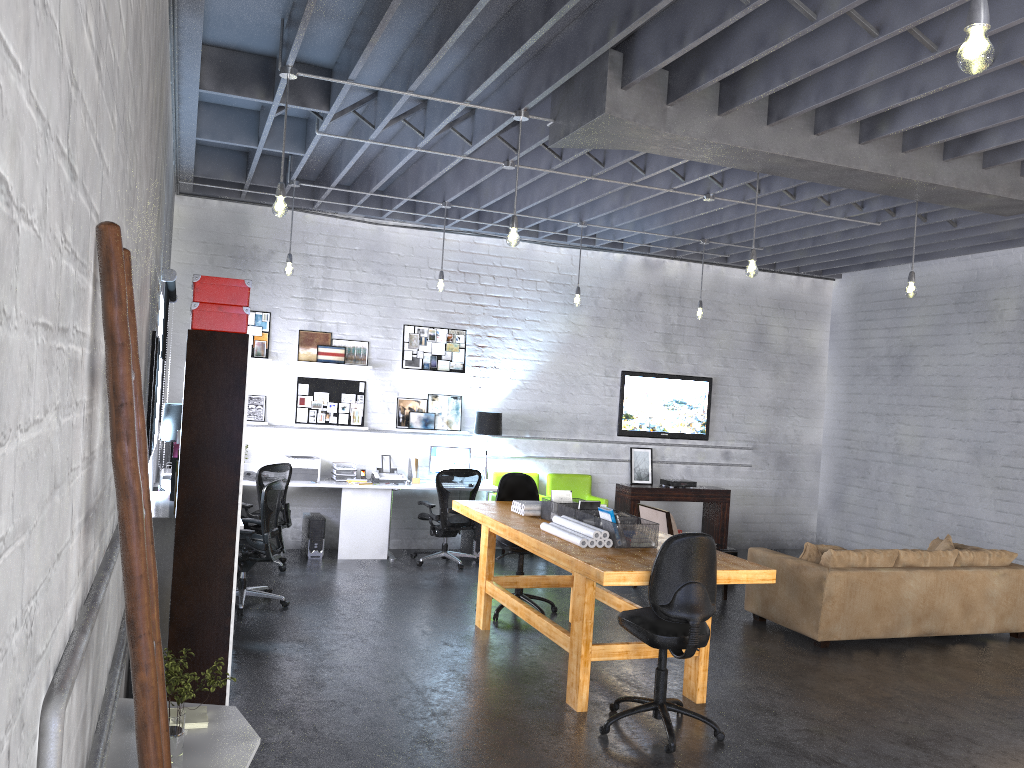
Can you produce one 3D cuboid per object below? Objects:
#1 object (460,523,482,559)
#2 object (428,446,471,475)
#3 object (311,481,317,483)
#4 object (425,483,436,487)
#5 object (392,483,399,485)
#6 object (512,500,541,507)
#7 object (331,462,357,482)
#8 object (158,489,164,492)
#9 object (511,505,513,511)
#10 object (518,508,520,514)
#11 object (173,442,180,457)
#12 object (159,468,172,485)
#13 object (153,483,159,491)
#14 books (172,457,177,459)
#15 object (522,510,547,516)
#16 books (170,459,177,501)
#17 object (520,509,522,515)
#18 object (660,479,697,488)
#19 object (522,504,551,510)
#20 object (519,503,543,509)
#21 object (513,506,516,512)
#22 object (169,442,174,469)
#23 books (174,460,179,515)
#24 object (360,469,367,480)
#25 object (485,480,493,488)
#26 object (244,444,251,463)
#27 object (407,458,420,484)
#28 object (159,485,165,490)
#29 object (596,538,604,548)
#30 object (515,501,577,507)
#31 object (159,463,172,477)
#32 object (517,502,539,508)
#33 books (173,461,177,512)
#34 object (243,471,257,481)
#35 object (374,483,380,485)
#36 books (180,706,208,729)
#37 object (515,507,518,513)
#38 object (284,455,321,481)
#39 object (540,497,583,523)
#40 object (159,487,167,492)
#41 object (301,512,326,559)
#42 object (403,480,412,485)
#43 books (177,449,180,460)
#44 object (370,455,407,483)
[{"bbox_3d":[-0.415,1.723,9.976,0.180,0.411,0.476,4,0,-20],"label":"object"},{"bbox_3d":[-0.716,0.914,10.028,0.465,0.417,0.212,4,0,-16],"label":"object"},{"bbox_3d":[-2.055,1.018,9.222,0.075,0.016,0.017,4,0,4],"label":"object"},{"bbox_3d":[-0.733,1.104,9.721,0.422,0.028,0.181,4,-1,-26],"label":"object"},{"bbox_3d":[-1.254,1.074,9.529,0.076,0.016,0.017,3,0,29],"label":"object"},{"bbox_3d":[0.255,0.939,6.934,0.520,0.047,0.046,4,0,-21],"label":"object"},{"bbox_3d":[-1.824,0.955,9.628,0.229,0.180,0.316,4,0,-20],"label":"object"},{"bbox_3d":[-2.443,0.866,6.390,0.209,0.208,0.104,4,0,-20],"label":"object"},{"bbox_3d":[0.244,0.979,6.955,0.520,0.047,0.047,4,0,-21],"label":"object"},{"bbox_3d":[0.293,0.980,6.824,0.520,0.047,0.047,4,0,-21],"label":"object"},{"bbox_3d":[-2.121,0.484,5.849,0.214,0.177,0.161,4,0,-20],"label":"object"},{"bbox_3d":[-2.728,0.848,7.512,0.485,0.230,0.420,4,0,-20],"label":"object"},{"bbox_3d":[-2.975,0.919,7.876,0.392,0.064,0.259,4,-1,-20],"label":"object"},{"bbox_3d":[-2.086,0.614,5.730,0.220,0.271,0.082,4,0,-21],"label":"books"},{"bbox_3d":[0.326,0.982,6.737,0.520,0.047,0.047,4,0,-21],"label":"object"},{"bbox_3d":[-2.065,0.617,5.673,0.219,0.267,0.060,4,0,-15],"label":"books"},{"bbox_3d":[0.309,0.981,6.781,0.520,0.047,0.047,4,0,-21],"label":"object"},{"bbox_3d":[2.075,1.242,11.069,0.371,0.082,0.266,4,-1,-20],"label":"object"},{"bbox_3d":[0.323,0.941,6.751,0.520,0.047,0.046,4,0,-23],"label":"object"},{"bbox_3d":[0.304,0.941,6.803,0.520,0.047,0.046,4,0,-21],"label":"object"},{"bbox_3d":[0.261,0.979,6.911,0.520,0.047,0.047,4,0,-21],"label":"object"},{"bbox_3d":[-3.242,0.731,8.945,0.147,0.427,0.560,4,0,16],"label":"object"},{"bbox_3d":[-1.861,0.602,5.152,0.180,0.310,0.060,4,0,-21],"label":"books"},{"bbox_3d":[-1.637,0.997,9.745,0.093,0.116,0.067,4,0,-20],"label":"object"},{"bbox_3d":[-0.260,1.109,9.868,0.069,0.083,0.090,4,0,-21],"label":"object"},{"bbox_3d":[-2.881,0.790,9.270,0.271,0.363,0.297,4,0,24],"label":"object"},{"bbox_3d":[-1.090,0.967,9.890,0.087,0.259,0.236,4,0,-20],"label":"object"},{"bbox_3d":[-2.522,0.863,6.596,0.209,0.208,0.104,4,0,-21],"label":"object"},{"bbox_3d":[0.437,0.983,5.793,0.057,0.058,0.635,4,-1,-20],"label":"object"},{"bbox_3d":[0.271,0.940,6.889,0.520,0.047,0.046,4,0,-21],"label":"object"},{"bbox_3d":[-3.084,0.845,8.196,0.324,0.208,0.233,4,0,-20],"label":"object"},{"bbox_3d":[0.287,0.940,6.846,0.520,0.047,0.046,4,0,-21],"label":"object"},{"bbox_3d":[-1.890,0.604,5.229,0.182,0.302,0.034,4,0,-21],"label":"books"},{"bbox_3d":[-2.604,0.948,9.097,0.411,0.081,0.279,3,-1,40],"label":"object"},{"bbox_3d":[-1.438,1.065,9.438,0.008,0.007,0.141,4,-1,14],"label":"object"},{"bbox_3d":[-1.275,1.257,3.332,0.248,0.021,0.176,4,-1,-21],"label":"books"},{"bbox_3d":[0.277,0.980,6.868,0.520,0.047,0.047,4,0,-21],"label":"object"},{"bbox_3d":[-2.244,0.898,9.476,0.351,0.235,0.350,4,0,-20],"label":"object"},{"bbox_3d":[0.412,0.940,6.571,0.317,0.156,0.306,4,0,-20],"label":"object"},{"bbox_3d":[-2.479,0.865,6.488,0.209,0.208,0.104,4,0,-20],"label":"object"},{"bbox_3d":[-2.112,1.605,9.423,0.180,0.411,0.476,4,0,-20],"label":"object"},{"bbox_3d":[-1.125,1.066,9.592,0.095,0.050,0.095,3,-1,38],"label":"object"},{"bbox_3d":[-2.001,0.582,5.562,0.197,0.339,0.065,4,0,-21],"label":"books"},{"bbox_3d":[-1.375,0.937,9.789,0.405,0.280,0.399,4,0,-20],"label":"object"}]
